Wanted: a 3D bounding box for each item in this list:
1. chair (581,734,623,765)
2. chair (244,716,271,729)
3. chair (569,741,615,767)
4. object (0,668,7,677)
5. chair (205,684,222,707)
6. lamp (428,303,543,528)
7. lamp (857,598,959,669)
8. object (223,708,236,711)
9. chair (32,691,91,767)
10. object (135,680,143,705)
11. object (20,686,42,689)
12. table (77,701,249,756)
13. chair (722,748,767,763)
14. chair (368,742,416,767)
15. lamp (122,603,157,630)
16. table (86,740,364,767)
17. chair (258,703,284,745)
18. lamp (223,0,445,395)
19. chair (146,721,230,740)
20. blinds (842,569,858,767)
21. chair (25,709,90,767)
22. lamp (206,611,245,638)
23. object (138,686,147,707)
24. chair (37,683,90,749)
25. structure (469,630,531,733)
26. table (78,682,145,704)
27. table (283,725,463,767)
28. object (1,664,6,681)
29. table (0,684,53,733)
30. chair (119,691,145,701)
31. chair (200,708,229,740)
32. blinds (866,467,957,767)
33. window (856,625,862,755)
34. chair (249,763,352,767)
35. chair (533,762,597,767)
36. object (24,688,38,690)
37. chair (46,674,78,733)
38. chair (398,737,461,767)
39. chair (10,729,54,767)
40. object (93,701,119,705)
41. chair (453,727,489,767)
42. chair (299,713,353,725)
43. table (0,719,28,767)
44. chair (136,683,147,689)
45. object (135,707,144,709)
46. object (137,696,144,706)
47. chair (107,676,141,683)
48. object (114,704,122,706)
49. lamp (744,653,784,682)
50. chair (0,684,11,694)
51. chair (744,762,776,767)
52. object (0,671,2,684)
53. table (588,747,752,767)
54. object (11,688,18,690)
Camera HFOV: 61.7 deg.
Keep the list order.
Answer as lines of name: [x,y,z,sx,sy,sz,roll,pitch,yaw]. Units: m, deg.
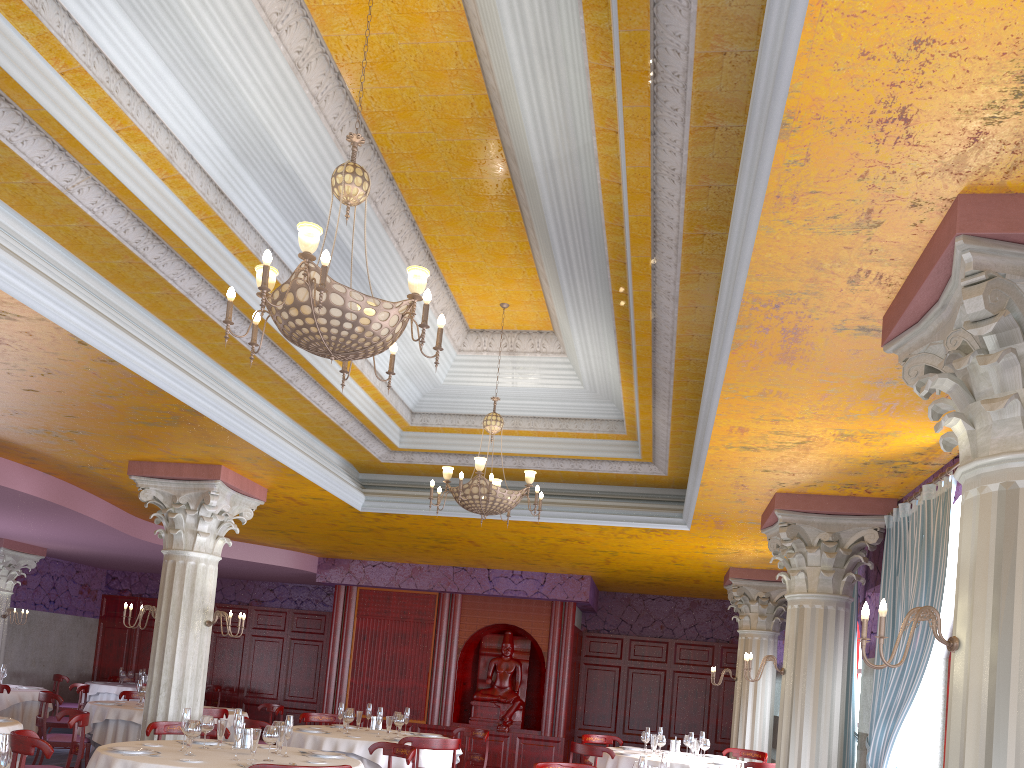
chair: [1.264,5.332,11.622,0.766,1.058,0.655,12,-11,-34]
chair: [-2.650,4.147,9.202,0.661,1.057,0.759,11,-11,-34]
chair: [0.983,4.720,9.920,0.661,1.057,0.759,11,-11,-34]
object: [-7.529,4.331,12.635,0.122,0.256,0.126,5,-7,2]
chair: [-6.302,6.655,17.422,0.661,1.057,0.759,11,-11,-34]
lamp: [-0.168,0.244,8.234,0.980,2.111,0.969,10,-9,-34]
lamp: [1.631,1.057,3.568,0.381,0.265,0.356,6,-14,-2]
object: [-3.933,4.490,11.815,0.312,0.023,0.330,2,-19,10]
chair: [-5.581,4.378,10.633,0.661,1.057,0.759,11,-11,-34]
object: [-4.901,4.058,11.263,0.076,0.326,0.074,10,-7,-43]
object: [-7.150,4.522,12.746,0.312,0.023,0.330,2,-19,10]
table: [-4.595,4.761,11.337,2.073,0.921,2.204,2,-17,11]
chair: [2.967,5.383,11.329,0.661,1.057,0.759,11,-11,-34]
chair: [-1.205,3.638,7.350,0.661,1.057,0.759,11,-11,-34]
lamp: [-3.990,2.536,9.316,0.381,0.265,0.356,6,-14,-2]
table: [-2.203,3.357,6.645,2.073,0.921,2.204,2,-17,11]
chair: [-3.597,5.042,12.042,0.661,1.057,0.759,11,-11,-34]
lamp: [-0.808,-1.148,4.365,0.980,2.111,0.969,10,-9,-34]
chair: [-2.907,3.586,7.643,0.766,1.058,0.655,12,-11,-34]
blinds: [3.476,3.514,9.329,0.244,3.413,1.769,4,-8,10]
chair: [-4.289,3.534,7.851,0.661,1.057,0.759,11,-11,-34]
lamp: [-3.061,2.544,9.098,0.381,0.265,0.356,6,-14,-2]
object: [-4.770,4.034,11.056,0.122,0.256,0.127,2,-8,24]
chair: [-6.814,5.075,12.973,0.661,1.057,0.759,11,-11,-34]
structure: [-0.232,5.330,15.445,0.961,1.792,0.663,4,-6,10]
table: [-7.300,6.375,16.717,2.073,0.921,2.204,2,-17,11]
table: [-1.664,4.530,9.906,2.073,0.921,2.204,2,-17,11]
object: [-7.391,4.238,12.433,0.074,0.326,0.076,5,-5,2]
table: [-7.812,4.794,12.268,2.073,0.921,2.204,2,-17,11]
chair: [-5.299,4.990,12.335,0.766,1.058,0.655,12,-11,-34]
chair: [-3.878,4.429,10.340,0.766,1.058,0.655,12,-11,-34]
blinds: [3.039,2.563,6.685,0.244,3.413,1.770,4,-8,12]
window: [4.303,3.591,10.272,0.159,2.452,3.751,4,-14,11]
chair: [-1.486,3.025,5.648,0.766,1.058,0.655,12,-11,-34]
chair: [0.487,3.641,6.919,0.766,1.058,0.655,12,-11,-34]
object: [-7.061,4.480,12.584,0.239,0.013,0.028,18,-21,-34]
chair: [-8.285,5.991,16.013,0.661,1.057,0.759,11,-11,-34]
chair: [-0.947,4.198,8.909,0.766,1.058,0.655,12,-11,-34]
chair: [-3.189,2.974,5.941,0.661,1.057,0.759,11,-11,-34]
object: [-5.170,4.072,10.927,0.312,0.023,0.330,2,-19,10]
chair: [-0.666,4.811,10.611,0.661,1.057,0.759,11,-11,-34]
chair: [-2.368,4.759,10.904,0.766,1.058,0.655,12,-11,-34]
table: [-5.288,3.254,7.146,2.073,0.921,2.204,2,-17,11]
chair: [-6.583,6.043,15.720,0.766,1.058,0.655,12,-11,-34]
object: [-4.650,4.056,10.723,0.161,0.009,0.165,12,-20,-18]
object: [-4.824,4.078,11.159,0.086,0.230,0.088,6,-6,-9]
chair: [-8.004,6.604,17.715,0.766,1.058,0.655,12,-11,-34]
object: [-5.020,4.036,10.777,0.263,0.019,0.056,16,-21,-30]
lamp: [2.399,2.729,8.215,0.381,0.265,0.356,6,-14,-2]
chair: [-7.095,4.462,11.271,0.766,1.058,0.655,12,-11,-34]
chair: [2.685,4.771,9.627,0.766,1.058,0.655,12,-11,-34]
object: [-7.477,4.313,12.530,0.085,0.230,0.088,1,-8,35]
table: [1.968,5.103,10.624,2.073,0.921,2.204,2,-17,11]
object: [-7.121,4.358,12.240,0.158,0.009,0.167,2,-19,10]
